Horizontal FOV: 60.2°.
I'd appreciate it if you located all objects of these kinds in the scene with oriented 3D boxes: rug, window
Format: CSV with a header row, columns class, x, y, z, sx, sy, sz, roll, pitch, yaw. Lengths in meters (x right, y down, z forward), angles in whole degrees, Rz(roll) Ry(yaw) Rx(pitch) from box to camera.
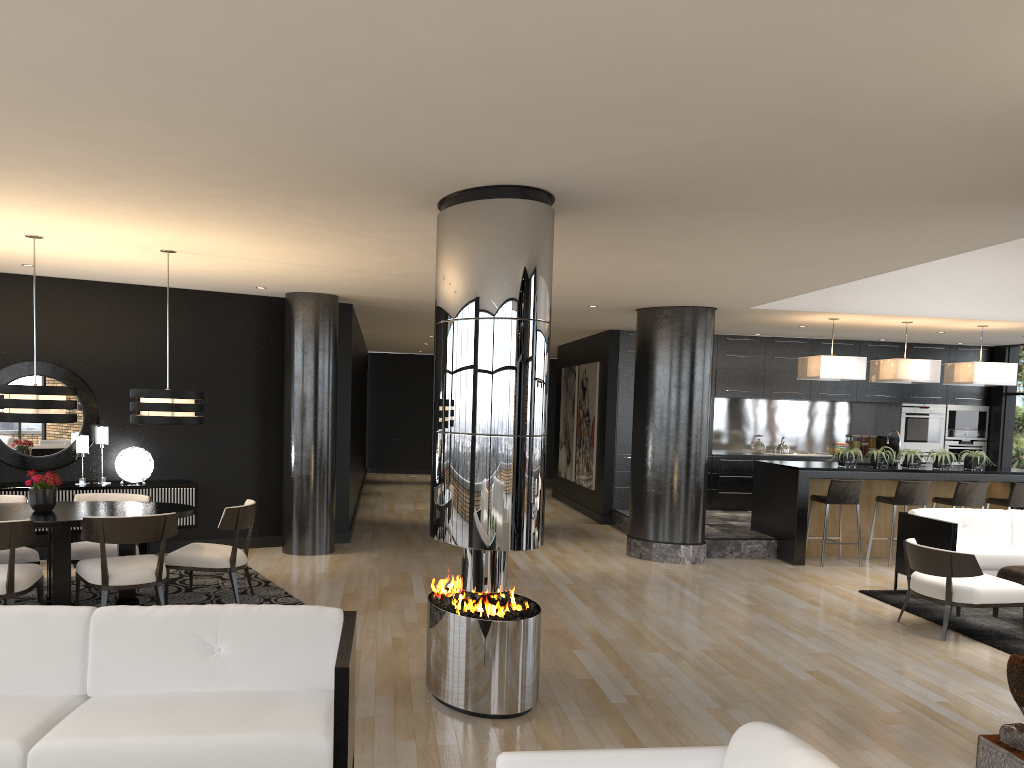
class,x,y,z,sx,sy,sz,roll,pitch,yaw
rug,4.905,1.965,7.221,3.034,0.012,2.475,2,-1,-7
rug,-3.495,1.689,6.479,3.724,0.011,2.708,3,-2,-31
window,1.763,-0.577,5.271,15.897,4.805,10.094,2,0,-22

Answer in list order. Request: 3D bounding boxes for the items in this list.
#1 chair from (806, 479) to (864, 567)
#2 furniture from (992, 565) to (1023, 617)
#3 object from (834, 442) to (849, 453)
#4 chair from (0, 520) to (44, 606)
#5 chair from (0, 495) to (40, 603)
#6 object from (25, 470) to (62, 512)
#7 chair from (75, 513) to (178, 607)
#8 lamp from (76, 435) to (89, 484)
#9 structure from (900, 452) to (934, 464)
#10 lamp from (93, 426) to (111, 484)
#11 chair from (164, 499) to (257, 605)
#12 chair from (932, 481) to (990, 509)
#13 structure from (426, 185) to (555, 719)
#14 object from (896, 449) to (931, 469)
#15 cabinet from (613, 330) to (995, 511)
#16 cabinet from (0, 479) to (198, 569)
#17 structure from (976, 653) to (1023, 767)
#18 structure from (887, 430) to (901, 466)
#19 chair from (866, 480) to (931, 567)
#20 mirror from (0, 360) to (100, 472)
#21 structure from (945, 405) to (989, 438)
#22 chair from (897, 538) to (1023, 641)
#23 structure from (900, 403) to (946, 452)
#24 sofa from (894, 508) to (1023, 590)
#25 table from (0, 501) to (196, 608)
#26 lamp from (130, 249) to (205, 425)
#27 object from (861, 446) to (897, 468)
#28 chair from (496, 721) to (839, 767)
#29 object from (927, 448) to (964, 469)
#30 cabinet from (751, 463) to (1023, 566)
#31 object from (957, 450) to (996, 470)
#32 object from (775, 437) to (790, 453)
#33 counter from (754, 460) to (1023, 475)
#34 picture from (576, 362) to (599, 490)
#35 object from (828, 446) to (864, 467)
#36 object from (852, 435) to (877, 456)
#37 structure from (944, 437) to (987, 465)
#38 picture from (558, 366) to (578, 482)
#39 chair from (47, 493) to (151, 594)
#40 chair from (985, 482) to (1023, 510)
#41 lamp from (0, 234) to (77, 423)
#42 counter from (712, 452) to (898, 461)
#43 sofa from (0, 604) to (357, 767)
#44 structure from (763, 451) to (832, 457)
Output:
class,x,y,z,sx,sy,sz,roll,pitch,yaw
chair,3.562,1.509,9.746,0.476,0.968,0.516,1,3,-8
furniture,4.462,1.708,6.963,0.828,0.485,0.825,2,0,-8
object,5.036,0.991,13.482,0.205,0.206,0.184,2,2,-7
chair,-3.492,1.276,5.852,0.643,0.810,0.613,1,2,-21
chair,-4.012,1.283,6.770,0.642,0.810,0.614,0,3,-45
object,-3.404,0.777,6.416,0.237,0.299,0.228,1,2,-28
chair,-2.764,1.310,6.320,0.642,0.810,0.613,0,3,-38
lamp,-4.104,0.723,8.436,0.125,0.467,0.131,1,4,-8
structure,6.042,1.374,13.100,0.701,0.710,0.085,2,4,-8
lamp,-3.982,0.688,8.573,0.132,0.553,0.124,3,4,22
chair,-2.354,1.339,7.019,0.616,0.810,0.640,2,2,-2
chair,5.032,1.560,9.961,0.476,0.968,0.516,1,3,-8
structure,-0.136,0.388,4.917,0.587,2.755,0.887,0,4,-20
object,4.573,0.846,9.996,0.406,0.218,0.397,2,0,17
cabinet,4.246,0.617,13.113,5.729,2.539,0.724,2,4,-8
cabinet,-4.227,1.335,8.434,2.238,0.770,0.608,2,1,-30
structure,2.302,1.003,3.406,0.517,1.601,0.727,1,3,-8
structure,4.503,1.056,10.606,2.777,1.024,0.652,2,2,-9
chair,4.340,1.536,9.860,0.476,0.968,0.516,1,3,-8
mirror,-4.551,0.310,8.485,1.076,1.083,0.025,1,4,-30
structure,6.773,0.556,13.134,0.676,0.476,0.026,2,4,-8
chair,3.419,1.578,6.827,0.684,0.678,0.802,2,1,-8
structure,6.064,0.651,13.048,0.701,0.710,0.085,2,4,-8
sofa,4.710,1.583,8.107,2.032,0.807,0.835,2,1,-8
table,-3.422,1.311,6.471,2.107,0.772,1.205,2,0,-29
lamp,-2.640,-0.358,6.775,0.535,1.335,0.533,0,4,-31
object,4.140,0.821,9.957,0.397,0.240,0.406,2,0,17
chair,0.409,1.275,1.888,0.855,0.859,0.998,2,1,-8
object,4.946,0.848,10.052,0.406,0.240,0.397,2,0,17
cabinet,4.531,1.514,10.349,3.115,1.043,1.175,2,1,-8
object,5.321,0.873,10.165,0.397,0.218,0.406,2,0,17
object,3.999,0.892,13.024,0.221,0.231,0.220,1,2,-16
counter,4.548,0.978,10.311,3.115,0.032,1.176,2,-1,-8
picture,1.163,0.630,13.453,0.077,1.882,1.150,1,3,-8
object,3.731,0.808,9.923,0.406,0.240,0.397,2,0,17
object,5.406,0.944,13.556,0.365,0.317,0.113,2,3,-8
structure,6.759,1.021,13.168,0.678,0.447,0.070,2,4,-8
picture,0.962,0.657,14.841,0.077,1.882,1.150,1,3,-8
chair,-3.305,1.313,7.142,0.643,0.810,0.613,2,2,-2
chair,5.700,1.583,10.058,0.476,0.968,0.516,1,3,-8
lamp,-3.416,-0.392,6.321,0.535,1.335,0.533,0,4,-31
counter,4.228,1.074,13.169,2.861,0.034,0.728,2,-1,-8
sofa,-1.616,1.272,3.225,2.032,0.807,0.835,2,1,-8
structure,4.231,1.050,13.148,0.900,0.067,0.519,2,-1,-8
